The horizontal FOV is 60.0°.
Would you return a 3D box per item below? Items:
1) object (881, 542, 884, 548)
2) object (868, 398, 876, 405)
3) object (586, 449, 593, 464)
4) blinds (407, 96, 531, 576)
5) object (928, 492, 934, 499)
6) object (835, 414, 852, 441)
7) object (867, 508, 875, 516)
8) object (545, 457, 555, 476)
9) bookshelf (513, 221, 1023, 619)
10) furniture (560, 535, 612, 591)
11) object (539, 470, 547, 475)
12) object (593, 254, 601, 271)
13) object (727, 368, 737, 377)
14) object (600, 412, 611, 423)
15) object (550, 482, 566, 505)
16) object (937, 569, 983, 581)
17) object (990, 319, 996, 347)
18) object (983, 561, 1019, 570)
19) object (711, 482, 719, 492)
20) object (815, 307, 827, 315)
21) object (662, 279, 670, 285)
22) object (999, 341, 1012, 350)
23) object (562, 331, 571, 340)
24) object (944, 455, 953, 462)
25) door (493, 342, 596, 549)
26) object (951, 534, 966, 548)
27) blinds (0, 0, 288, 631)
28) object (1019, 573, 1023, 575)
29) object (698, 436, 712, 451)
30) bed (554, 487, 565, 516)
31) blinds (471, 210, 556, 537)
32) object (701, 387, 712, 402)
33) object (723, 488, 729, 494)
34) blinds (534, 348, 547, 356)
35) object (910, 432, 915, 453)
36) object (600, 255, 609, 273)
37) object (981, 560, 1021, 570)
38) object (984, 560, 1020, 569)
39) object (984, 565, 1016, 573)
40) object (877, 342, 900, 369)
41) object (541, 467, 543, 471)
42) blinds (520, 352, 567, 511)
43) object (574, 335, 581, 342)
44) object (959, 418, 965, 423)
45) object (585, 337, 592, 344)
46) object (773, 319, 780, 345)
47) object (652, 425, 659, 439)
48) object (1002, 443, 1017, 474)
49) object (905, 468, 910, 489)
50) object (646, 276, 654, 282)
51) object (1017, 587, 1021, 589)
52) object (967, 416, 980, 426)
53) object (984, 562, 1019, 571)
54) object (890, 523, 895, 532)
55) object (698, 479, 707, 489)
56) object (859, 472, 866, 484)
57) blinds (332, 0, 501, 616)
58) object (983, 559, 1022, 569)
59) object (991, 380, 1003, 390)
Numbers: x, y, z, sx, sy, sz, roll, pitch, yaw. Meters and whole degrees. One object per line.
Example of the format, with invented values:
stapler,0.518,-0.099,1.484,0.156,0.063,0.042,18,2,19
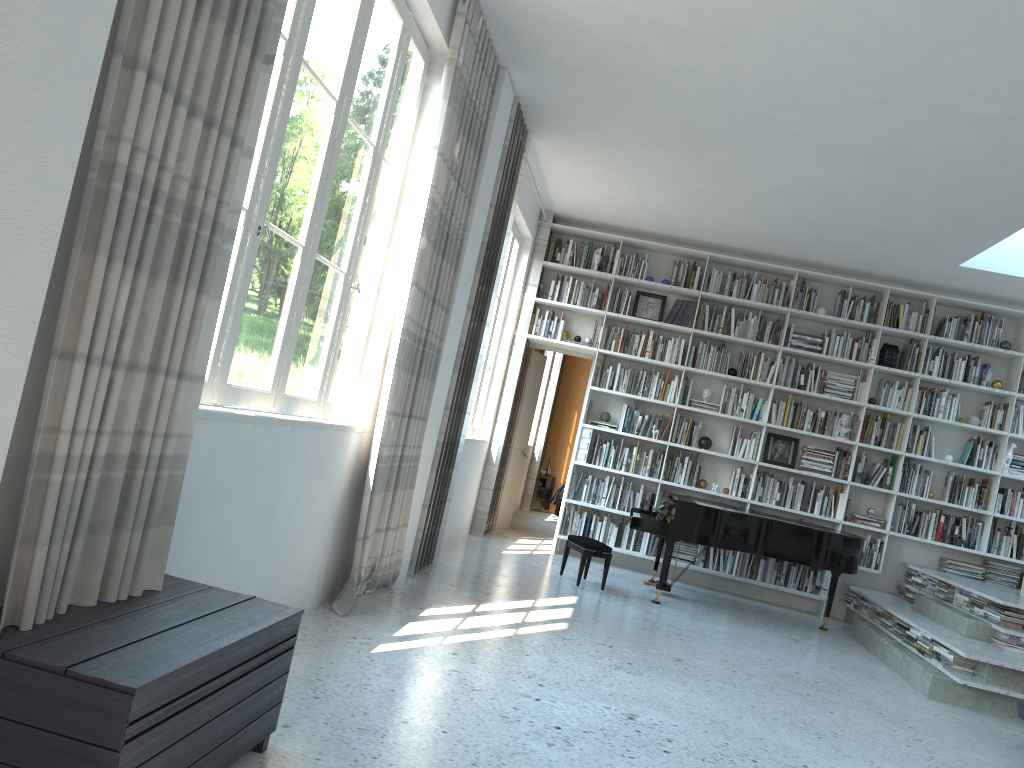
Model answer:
object,3.392,1.586,8.190,0.011,0.260,0.142,12,-2,8
object,3.360,0.163,8.272,0.071,0.072,0.071,14,-3,-33
object,0.750,0.698,8.545,0.045,0.146,0.045,15,-3,-43
blinds,-0.313,-0.313,6.199,0.140,3.229,0.777,12,-2,8
object,3.877,1.035,8.229,0.071,0.072,0.071,14,-3,-33
object,3.094,0.399,8.256,0.137,0.243,0.138,14,-3,-26
object,3.320,1.181,8.208,0.071,0.072,0.071,14,-3,-33
object,0.550,1.213,12.973,0.091,0.268,0.091,14,-3,-36
bookshelf,2.983,0.595,8.334,6.294,3.141,0.330,12,-2,8
furniture,0.584,1.398,7.013,0.240,0.353,0.467,13,-3,-17
object,0.441,1.290,12.882,0.118,0.061,0.118,12,-3,16
object,0.824,-1.177,8.659,0.068,0.198,0.067,14,-3,-39
object,2.116,-0.107,8.520,0.097,0.098,0.097,14,-3,-33
object,0.914,0.324,8.669,0.105,0.106,0.105,13,-3,-14
object,1.306,1.510,11.898,1.480,0.540,1.452,12,-3,8
object,4.119,1.758,8.159,0.345,0.007,0.193,12,-3,3
object,4.462,-0.456,8.276,0.006,0.297,0.129,12,-2,8
object,4.483,1.664,8.130,0.254,0.006,0.161,12,-3,8
object,1.937,0.980,8.432,0.060,0.095,0.078,11,-3,25
object,2.942,-0.684,8.447,0.105,0.106,0.104,13,-3,-14
object,1.502,-0.980,8.669,0.083,0.083,0.082,13,-3,-14
object,4.538,-0.346,8.159,0.104,0.105,0.104,14,-3,-33
object,0.533,-0.479,8.731,0.087,0.088,0.086,14,-3,-33
object,4.036,0.690,8.196,0.071,0.072,0.071,14,-3,-33
door,0.301,0.629,9.308,0.833,1.980,0.787,12,-2,8
object,4.041,1.415,8.027,0.160,0.114,0.064,13,-2,-4
blinds,-0.817,-0.651,2.227,0.132,3.260,0.722,12,-2,8
object,4.833,1.778,8.077,0.327,0.008,0.207,12,-3,8
object,1.857,0.571,8.527,0.134,0.135,0.133,14,-3,-33
bed,1.585,1.461,11.914,1.769,1.179,2.176,12,-3,8
blinds,0.052,-0.088,8.962,0.140,3.229,0.777,12,-2,8
object,1.880,0.103,8.577,0.095,0.157,0.121,12,-3,22
object,2.038,1.018,8.439,0.061,0.062,0.061,14,-3,-33
blinds,0.205,0.007,10.127,0.140,3.229,0.777,12,-2,8
object,3.722,0.557,8.300,0.013,0.208,0.140,12,-2,8
object,0.903,-1.160,8.648,0.068,0.198,0.067,14,-3,-39
object,4.485,1.659,8.131,0.285,0.005,0.159,12,-3,8
object,4.486,1.653,8.128,0.254,0.006,0.161,12,-3,9
object,4.473,1.695,8.129,0.254,0.006,0.161,12,-3,8
object,3.529,-0.259,8.308,0.135,0.248,0.135,13,-2,-2
object,0.399,1.265,13.006,0.105,0.103,0.106,12,-3,16
blinds,0.570,0.231,12.889,0.140,3.229,0.777,12,-2,8
object,0.650,-0.443,8.762,0.071,0.072,0.071,13,-3,-14
object,4.164,0.345,8.226,0.068,0.068,0.068,13,-3,-14
object,0.750,-0.423,8.727,0.071,0.072,0.071,13,-3,-14
object,2.504,-0.484,8.392,0.075,0.254,0.075,13,-2,-13
object,1.365,0.456,8.460,0.082,0.140,0.044,13,-2,-8
object,4.490,0.674,8.023,0.087,0.288,0.075,10,-3,43
object,3.677,0.894,8.300,0.007,0.266,0.135,12,-2,8
object,1.349,-1.013,8.691,0.083,0.083,0.082,13,-3,-14
object,4.806,1.905,8.072,0.327,0.008,0.207,12,-3,8
object,4.283,0.350,8.233,0.112,0.113,0.111,13,-3,-14
object,4.482,1.669,8.130,0.254,0.006,0.161,12,-3,8
object,3.526,1.333,8.250,0.071,0.072,0.071,14,-3,-33
object,1.829,0.960,8.514,0.091,0.092,0.091,13,-3,-14
object,3.235,0.869,8.180,0.054,0.113,0.079,12,-2,7
blinds,-0.478,-0.438,4.882,0.183,3.260,1.026,12,-2,8
object,4.485,1.647,8.119,0.285,0.005,0.159,12,-3,13
object,4.460,0.014,8.151,0.100,0.101,0.100,13,-3,-14
